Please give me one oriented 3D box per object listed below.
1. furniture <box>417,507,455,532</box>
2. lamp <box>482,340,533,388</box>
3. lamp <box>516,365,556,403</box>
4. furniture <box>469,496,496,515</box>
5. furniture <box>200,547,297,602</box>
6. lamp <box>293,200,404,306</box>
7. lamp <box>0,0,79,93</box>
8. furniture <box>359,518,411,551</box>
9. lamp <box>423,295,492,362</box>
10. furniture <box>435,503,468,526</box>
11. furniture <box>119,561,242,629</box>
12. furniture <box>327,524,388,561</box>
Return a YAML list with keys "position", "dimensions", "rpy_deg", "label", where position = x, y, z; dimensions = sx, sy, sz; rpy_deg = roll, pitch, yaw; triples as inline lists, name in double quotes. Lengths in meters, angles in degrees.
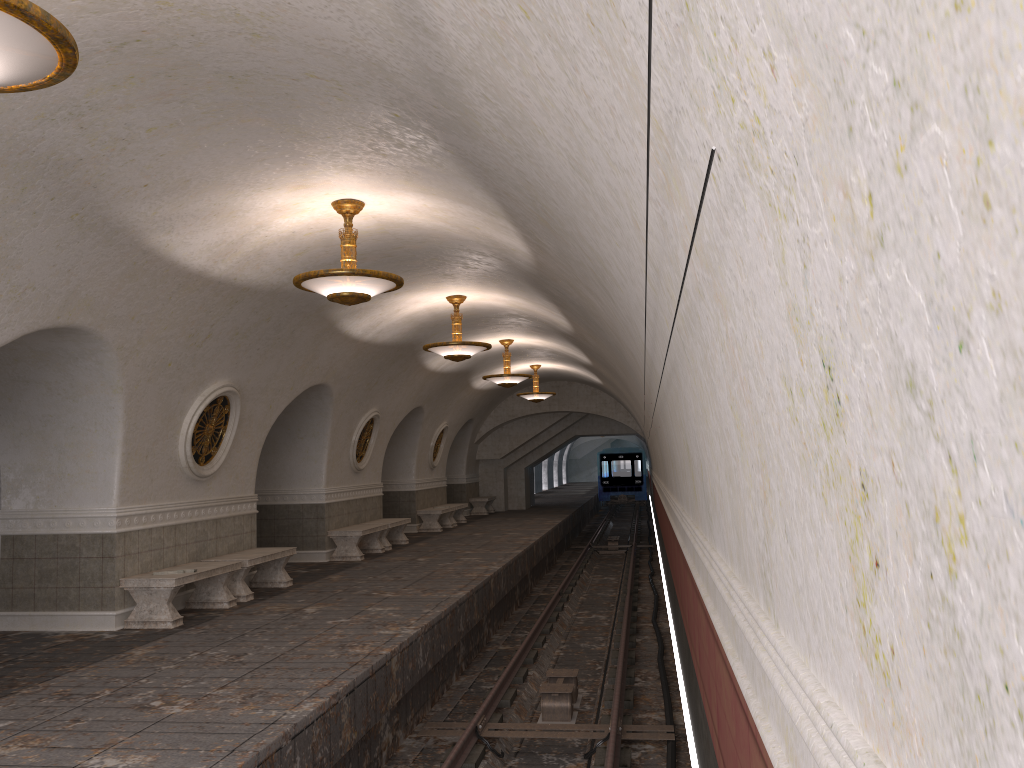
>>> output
- position: [-1.831, 3.279, 21.516]
  dimensions: [0.613, 0.508, 1.509]
  rpy_deg: [-2, -5, 8]
  label: "furniture"
- position: [-0.099, -0.393, 17.721]
  dimensions: [1.008, 0.955, 1.008]
  rpy_deg: [-4, -6, 24]
  label: "lamp"
- position: [0.607, 0.007, 22.482]
  dimensions: [1.008, 0.955, 1.008]
  rpy_deg: [2, -6, -36]
  label: "lamp"
- position: [-0.911, 3.801, 27.729]
  dimensions: [0.613, 0.508, 1.509]
  rpy_deg: [-2, -5, 8]
  label: "furniture"
- position: [-3.337, 2.425, 11.360]
  dimensions: [0.613, 0.508, 1.509]
  rpy_deg: [-2, -5, 8]
  label: "furniture"
- position: [-1.510, -1.194, 8.200]
  dimensions: [1.008, 0.955, 1.008]
  rpy_deg: [-1, -5, -8]
  label: "lamp"
- position: [-2.220, -1.597, 3.407]
  dimensions: [1.008, 0.955, 1.008]
  rpy_deg: [-1, -5, -8]
  label: "lamp"
- position: [-2.457, 2.924, 17.296]
  dimensions: [0.613, 0.508, 1.509]
  rpy_deg: [-2, -5, 8]
  label: "furniture"
- position: [-0.804, -0.794, 12.961]
  dimensions: [1.008, 0.955, 1.008]
  rpy_deg: [-4, -6, 24]
  label: "lamp"
- position: [-1.586, 3.418, 23.173]
  dimensions: [0.613, 0.508, 1.509]
  rpy_deg: [-2, -5, 8]
  label: "furniture"
- position: [-3.582, 2.286, 9.703]
  dimensions: [0.613, 0.508, 1.509]
  rpy_deg: [-2, -5, 8]
  label: "furniture"
- position: [-2.703, 2.785, 15.638]
  dimensions: [0.613, 0.508, 1.509]
  rpy_deg: [-2, -5, 8]
  label: "furniture"
